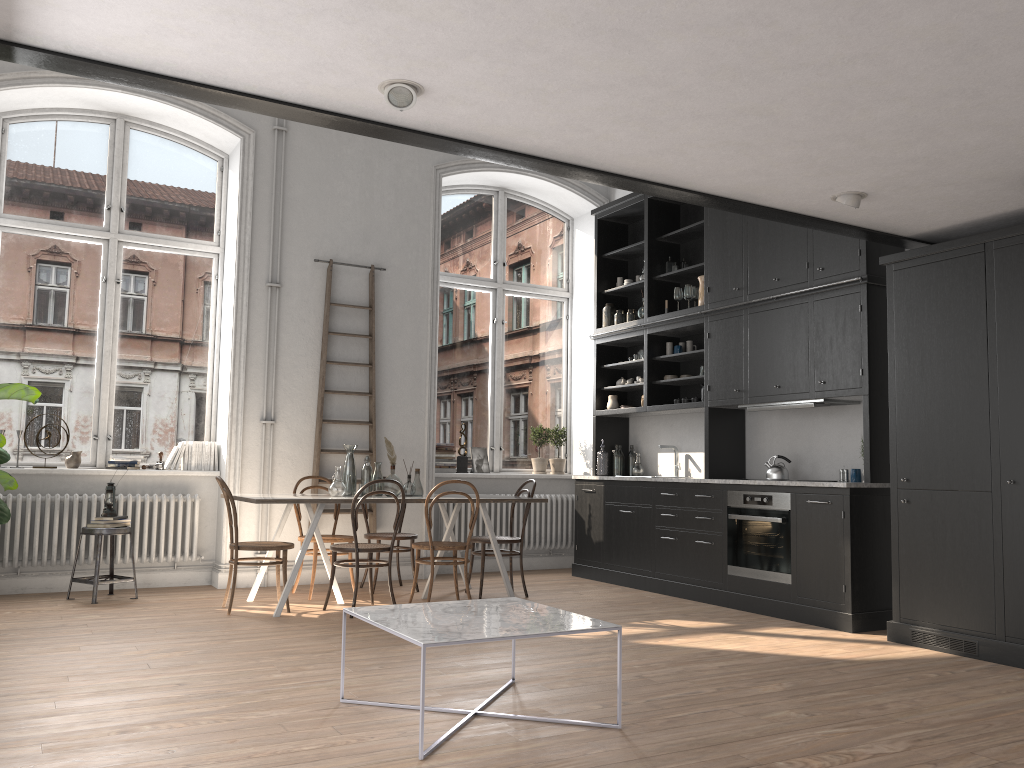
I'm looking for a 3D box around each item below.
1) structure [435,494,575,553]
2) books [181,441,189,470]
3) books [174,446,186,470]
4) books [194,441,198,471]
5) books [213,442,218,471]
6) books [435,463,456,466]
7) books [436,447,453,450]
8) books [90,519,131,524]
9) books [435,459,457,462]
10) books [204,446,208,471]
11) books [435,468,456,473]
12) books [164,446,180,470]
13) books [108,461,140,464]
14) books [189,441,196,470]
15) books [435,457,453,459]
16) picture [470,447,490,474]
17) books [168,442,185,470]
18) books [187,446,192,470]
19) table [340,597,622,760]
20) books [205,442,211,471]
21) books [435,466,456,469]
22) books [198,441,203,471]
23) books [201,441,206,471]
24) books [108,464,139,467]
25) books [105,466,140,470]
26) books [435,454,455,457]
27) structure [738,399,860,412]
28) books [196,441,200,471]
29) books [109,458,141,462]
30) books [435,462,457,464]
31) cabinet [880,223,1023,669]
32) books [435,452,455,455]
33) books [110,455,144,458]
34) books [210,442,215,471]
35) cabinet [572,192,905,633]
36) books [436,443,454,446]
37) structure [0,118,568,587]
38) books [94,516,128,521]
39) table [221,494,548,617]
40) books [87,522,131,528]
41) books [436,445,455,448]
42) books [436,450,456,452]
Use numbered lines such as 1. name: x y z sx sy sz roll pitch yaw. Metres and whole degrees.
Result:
1. structure: -0.046 1.354 8.685 1.577 0.552 0.194 4 -6 -29
2. books: -2.744 0.601 7.437 0.024 0.243 0.175 4 -6 -29
3. books: -2.775 0.616 7.394 0.072 0.203 0.155 4 -6 -29
4. books: -2.672 0.604 7.452 0.019 0.243 0.174 4 -6 -29
5. books: -2.528 0.614 7.532 0.040 0.244 0.174 4 -6 -29
6. books: -0.690 0.777 8.533 0.249 0.023 0.175 4 -6 -29
7. books: -0.693 0.626 8.557 0.231 0.023 0.163 2 -6 -14
8. books: -2.983 1.020 6.596 0.163 0.029 0.232 -2 -6 31
9. books: -0.690 0.738 8.555 0.245 0.028 0.193 5 -7 -34
10. books: -2.599 0.628 7.493 0.020 0.205 0.155 4 -6 -29
11. books: -0.693 0.832 8.528 0.248 0.043 0.192 4 -6 -29
12. books: -2.833 0.616 7.365 0.105 0.194 0.155 4 -6 -30
13. books: -3.134 0.635 7.171 0.221 0.023 0.147 2 -6 -13
14. books: -2.686 0.602 7.433 0.024 0.243 0.175 4 -6 -29
15. books: -0.683 0.714 8.555 0.205 0.022 0.155 2 -6 -15
16. picture: -0.343 0.760 8.798 0.149 0.264 0.222 -4 -7 44
17. books: -2.796 0.598 7.382 0.100 0.234 0.174 4 -6 -29
18. books: -2.711 0.620 7.430 0.020 0.205 0.155 4 -6 -29
19. table: -0.150 1.149 3.624 0.849 0.391 0.849 4 -6 -29
20. books: -2.588 0.612 7.524 0.024 0.243 0.175 4 -6 -29
21. books: -0.690 0.800 8.531 0.250 0.023 0.175 5 -7 -34
22. books: -2.647 0.608 7.491 0.024 0.243 0.175 4 -6 -29
23. books: -2.617 0.608 7.482 0.019 0.243 0.174 4 -6 -29
24. books: -3.136 0.657 7.169 0.205 0.022 0.155 2 -6 -9
25. books: -3.144 0.680 7.167 0.221 0.023 0.147 -1 -6 19
26. books: -0.682 0.691 8.564 0.222 0.024 0.158 4 -6 -29
27. structure: 2.141 0.141 6.676 0.379 0.123 0.844 4 -6 -29
28. books: -2.663 0.606 7.476 0.019 0.243 0.174 4 -6 -29
29. books: -3.125 0.614 7.163 0.205 0.020 0.155 5 -7 -39
30. books: -0.688 0.760 8.552 0.255 0.014 0.193 4 -6 -26
31. cabinet: 2.907 0.346 5.022 0.634 2.370 1.401 4 -6 -29
32. books: -0.682 0.669 8.559 0.205 0.022 0.155 5 -7 -34
33. books: -3.118 0.592 7.193 0.244 0.019 0.174 3 -6 -19
34. books: -2.557 0.613 7.519 0.024 0.243 0.175 4 -6 -29
35. cabinet: 1.650 -0.063 7.314 0.635 3.580 3.252 4 -6 -29
36. books: -0.690 0.585 8.573 0.201 0.024 0.159 5 -7 -39
37. structure: -1.585 -0.512 7.874 5.183 4.470 0.340 4 -6 -29
38. books: -2.982 0.998 6.600 0.147 0.027 0.221 1 -5 3
39. table: -0.959 1.235 6.663 2.201 0.779 1.101 4 -6 -29
40. books: -2.993 1.045 6.586 0.194 0.034 0.246 0 -6 11
41. books: -0.681 0.606 8.566 0.205 0.020 0.155 4 -6 -29
42. books: -0.686 0.648 8.559 0.244 0.019 0.174 4 -6 -29
